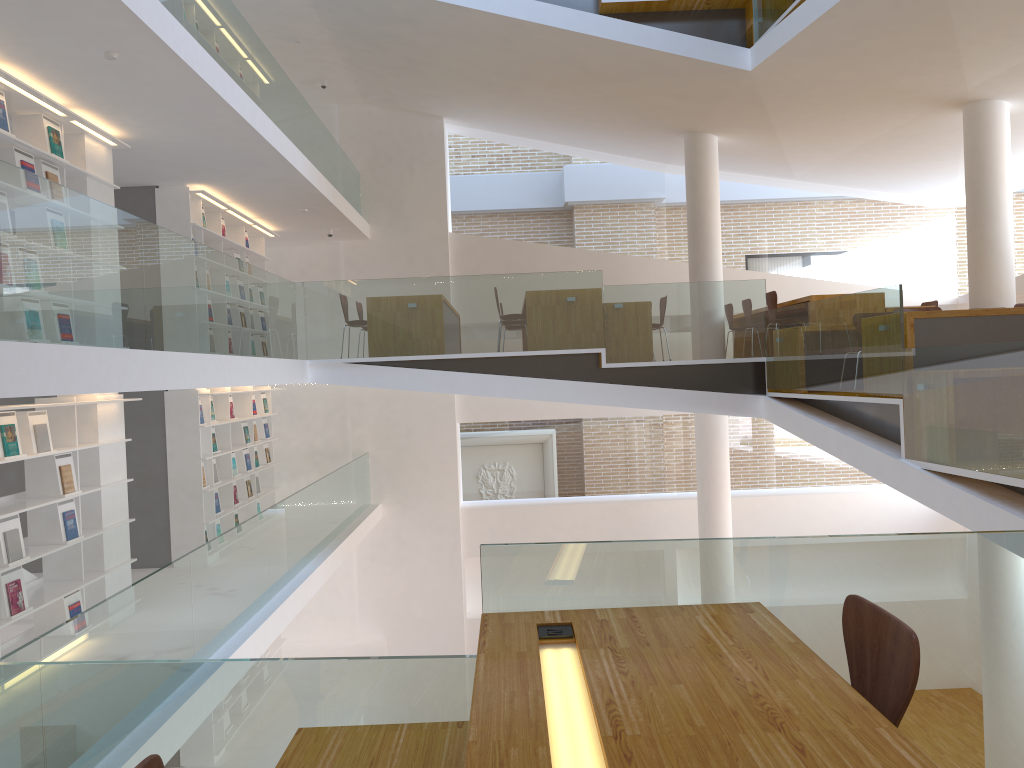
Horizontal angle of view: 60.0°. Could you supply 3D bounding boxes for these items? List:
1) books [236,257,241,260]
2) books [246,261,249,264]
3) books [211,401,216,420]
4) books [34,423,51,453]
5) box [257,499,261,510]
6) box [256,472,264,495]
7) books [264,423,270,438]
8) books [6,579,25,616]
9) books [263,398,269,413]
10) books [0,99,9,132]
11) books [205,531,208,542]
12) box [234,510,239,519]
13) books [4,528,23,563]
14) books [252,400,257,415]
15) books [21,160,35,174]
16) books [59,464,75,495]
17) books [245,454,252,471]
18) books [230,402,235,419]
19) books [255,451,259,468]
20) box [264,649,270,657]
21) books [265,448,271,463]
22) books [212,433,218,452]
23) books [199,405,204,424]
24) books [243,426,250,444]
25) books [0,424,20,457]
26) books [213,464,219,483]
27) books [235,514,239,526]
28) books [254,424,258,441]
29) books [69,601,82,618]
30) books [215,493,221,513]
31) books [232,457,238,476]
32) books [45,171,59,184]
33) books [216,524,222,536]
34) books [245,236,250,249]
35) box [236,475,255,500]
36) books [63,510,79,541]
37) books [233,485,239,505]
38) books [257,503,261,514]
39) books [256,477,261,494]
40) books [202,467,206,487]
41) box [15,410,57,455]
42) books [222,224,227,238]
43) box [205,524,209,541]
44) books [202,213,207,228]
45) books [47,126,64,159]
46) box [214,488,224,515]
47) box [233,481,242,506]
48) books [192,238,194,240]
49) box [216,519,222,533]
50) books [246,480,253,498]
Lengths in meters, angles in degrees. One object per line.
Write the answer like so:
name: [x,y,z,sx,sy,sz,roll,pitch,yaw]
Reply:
books: [-3.319,-1.428,10.801,0.037,0.210,0.145,-2,1,0]
books: [-3.320,-1.433,11.152,0.037,0.210,0.145,-2,1,0]
books: [-3.246,0.286,9.569,0.037,0.210,0.145,-2,1,0]
books: [-3.165,0.375,5.980,0.037,0.210,0.145,-2,1,0]
box: [-3.302,1.573,11.197,0.274,0.296,0.245,-2,1,0]
box: [-3.315,1.245,11.202,0.274,0.296,0.245,-2,1,0]
books: [-3.236,0.627,11.714,0.037,0.210,0.145,-2,1,0]
books: [-3.128,1.347,5.589,0.037,0.210,0.145,-2,1,0]
books: [-3.252,0.291,11.710,0.037,0.210,0.145,-2,1,0]
books: [-3.248,-1.708,5.618,0.037,0.210,0.145,-2,1,0]
books: [-3.188,1.636,9.209,0.037,0.210,0.145,-2,1,0]
box: [-3.299,1.585,10.283,0.274,0.296,0.245,-2,1,0]
books: [-3.138,1.026,5.586,0.037,0.210,0.145,-2,1,0]
books: [-3.250,0.303,11.173,0.037,0.210,0.145,-2,1,0]
books: [-3.239,-1.383,5.955,0.037,0.210,0.145,-2,1,0]
books: [-3.157,0.681,6.294,0.037,0.210,0.145,-2,1,0]
books: [-3.220,0.958,10.831,0.037,0.210,0.145,-2,1,0]
books: [-3.247,0.314,10.264,0.037,0.210,0.145,-2,1,0]
books: [-3.221,0.954,11.167,0.037,0.210,0.145,-2,1,0]
box: [-3.234,3.280,11.228,0.274,0.296,0.245,-2,1,0]
books: [-3.223,0.952,11.722,0.037,0.210,0.145,-2,1,0]
books: [-3.229,0.640,9.597,0.037,0.210,0.145,-2,1,0]
books: [-3.240,0.324,9.212,0.037,0.210,0.145,-2,1,0]
books: [-3.236,0.622,10.827,0.037,0.210,0.145,-2,1,0]
books: [-3.165,0.359,5.591,0.037,0.210,0.145,-2,1,0]
books: [-3.215,0.971,9.586,0.037,0.210,0.145,-2,1,0]
books: [-3.192,1.617,10.277,0.037,0.210,0.145,-2,1,0]
books: [-3.237,0.617,11.177,0.037,0.210,0.145,-2,1,0]
books: [-3.117,1.672,6.349,0.037,0.210,0.145,-2,1,0]
books: [-3.203,1.290,9.614,0.037,0.210,0.145,-2,1,0]
books: [-3.221,0.958,10.272,0.037,0.210,0.145,-2,1,0]
books: [-3.240,-1.384,6.271,0.037,0.210,0.145,-2,1,0]
books: [-3.189,1.634,9.642,0.037,0.210,0.145,-2,1,0]
books: [-3.332,-1.747,11.148,0.037,0.210,0.145,-2,1,0]
box: [-3.314,1.249,10.844,0.274,0.296,0.245,-2,1,0]
books: [-3.141,1.008,6.315,0.037,0.210,0.145,-2,1,0]
books: [-3.208,1.286,10.277,0.037,0.210,0.145,-2,1,0]
books: [-3.195,1.608,11.175,0.037,0.210,0.145,-2,1,0]
books: [-3.208,1.278,11.171,0.037,0.210,0.145,-2,1,0]
books: [-3.218,0.966,9.203,0.037,0.210,0.145,-2,1,0]
box: [-3.186,2.107,2.569,0.498,3.764,7.125,-2,1,0]
books: [-3.329,-1.736,10.239,0.037,0.210,0.145,-2,1,0]
box: [-3.295,1.600,9.221,0.274,0.296,0.245,-2,1,0]
books: [-3.327,-1.743,9.551,0.037,0.210,0.145,-2,1,0]
books: [-3.250,-1.715,6.318,0.037,0.210,0.145,-2,1,0]
box: [-3.310,1.264,9.633,0.274,0.296,0.245,-2,1,0]
box: [-3.312,1.256,10.279,0.274,0.296,0.245,-2,1,0]
books: [-3.310,-1.410,9.183,0.037,0.210,0.145,-2,1,0]
box: [-3.297,1.593,9.648,0.274,0.296,0.245,-2,1,0]
books: [-3.207,1.282,10.839,0.037,0.210,0.145,-2,1,0]
